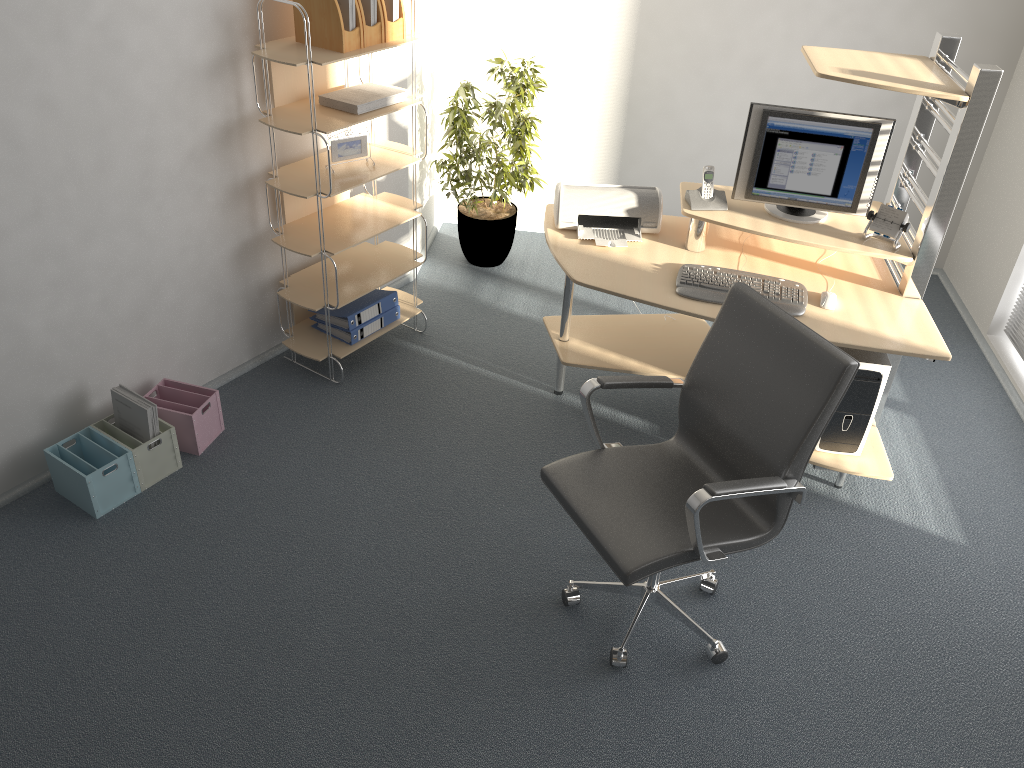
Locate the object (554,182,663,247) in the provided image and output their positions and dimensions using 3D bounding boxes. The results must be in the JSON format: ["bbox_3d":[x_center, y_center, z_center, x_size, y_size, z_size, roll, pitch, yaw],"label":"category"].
[{"bbox_3d":[0.399,-0.696,3.618,0.438,0.162,0.351,2,34,-2],"label":"object"}]

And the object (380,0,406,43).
[{"bbox_3d":[-0.544,-1.507,3.483,0.243,0.259,0.113,26,40,29],"label":"object"}]

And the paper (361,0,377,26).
[{"bbox_3d":[-0.609,-1.481,3.403,0.213,0.297,0.045,24,39,27],"label":"paper"}]

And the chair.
[{"bbox_3d":[0.485,0.317,2.648,0.652,1.048,0.584,-13,38,-23],"label":"chair"}]

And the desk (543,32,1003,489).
[{"bbox_3d":[0.819,-0.483,3.400,1.469,1.566,0.967,7,34,5],"label":"desk"}]

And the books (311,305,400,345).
[{"bbox_3d":[-0.721,-0.314,4.090,0.262,0.072,0.320,24,39,27],"label":"books"}]

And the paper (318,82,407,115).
[{"bbox_3d":[-0.605,-1.168,3.619,0.213,0.046,0.297,24,39,27],"label":"paper"}]

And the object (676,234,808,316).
[{"bbox_3d":[0.918,-0.477,3.511,0.478,0.082,0.814,11,35,11],"label":"object"}]

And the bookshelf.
[{"bbox_3d":[-0.691,-0.828,3.764,0.381,1.572,0.724,24,39,27],"label":"bookshelf"}]

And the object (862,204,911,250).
[{"bbox_3d":[1.396,-0.588,3.296,0.154,0.135,0.093,31,42,34],"label":"object"}]

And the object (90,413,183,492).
[{"bbox_3d":[-1.413,0.241,3.346,0.245,0.202,0.185,23,39,26],"label":"object"}]

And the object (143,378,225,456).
[{"bbox_3d":[-1.309,0.132,3.516,0.245,0.202,0.185,12,35,12],"label":"object"}]

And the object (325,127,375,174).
[{"bbox_3d":[-0.668,-0.966,3.647,0.192,0.161,0.077,-20,41,-31],"label":"object"}]

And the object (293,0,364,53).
[{"bbox_3d":[-0.689,-1.401,3.312,0.243,0.259,0.113,22,38,25],"label":"object"}]

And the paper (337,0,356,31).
[{"bbox_3d":[-0.678,-1.427,3.316,0.213,0.297,0.045,22,38,25],"label":"paper"}]

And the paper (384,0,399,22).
[{"bbox_3d":[-0.532,-1.532,3.486,0.213,0.297,0.045,26,40,29],"label":"paper"}]

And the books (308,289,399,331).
[{"bbox_3d":[-0.726,-0.363,4.064,0.263,0.100,0.320,24,39,27],"label":"books"}]

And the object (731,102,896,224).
[{"bbox_3d":[1.153,-0.860,3.422,0.516,0.418,0.245,16,36,17],"label":"object"}]

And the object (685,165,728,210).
[{"bbox_3d":[0.776,-0.780,3.507,0.150,0.151,0.119,-1,34,-7],"label":"object"}]

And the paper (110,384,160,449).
[{"bbox_3d":[-1.400,0.176,3.317,0.220,0.306,0.068,23,39,26],"label":"paper"}]

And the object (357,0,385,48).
[{"bbox_3d":[-0.620,-1.455,3.399,0.243,0.259,0.113,24,39,27],"label":"object"}]

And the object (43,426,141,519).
[{"bbox_3d":[-1.517,0.322,3.216,0.245,0.202,0.185,23,39,26],"label":"object"}]

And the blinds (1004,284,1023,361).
[{"bbox_3d":[2.438,-0.870,2.893,0.037,2.749,1.950,7,34,5],"label":"blinds"}]

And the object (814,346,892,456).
[{"bbox_3d":[1.306,-0.020,3.536,0.199,0.422,0.471,7,34,5],"label":"object"}]

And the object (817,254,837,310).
[{"bbox_3d":[1.260,-0.455,3.506,0.168,0.088,0.742,8,34,6],"label":"object"}]

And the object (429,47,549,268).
[{"bbox_3d":[-0.093,-1.169,4.713,0.544,1.147,0.644,25,39,28],"label":"object"}]
